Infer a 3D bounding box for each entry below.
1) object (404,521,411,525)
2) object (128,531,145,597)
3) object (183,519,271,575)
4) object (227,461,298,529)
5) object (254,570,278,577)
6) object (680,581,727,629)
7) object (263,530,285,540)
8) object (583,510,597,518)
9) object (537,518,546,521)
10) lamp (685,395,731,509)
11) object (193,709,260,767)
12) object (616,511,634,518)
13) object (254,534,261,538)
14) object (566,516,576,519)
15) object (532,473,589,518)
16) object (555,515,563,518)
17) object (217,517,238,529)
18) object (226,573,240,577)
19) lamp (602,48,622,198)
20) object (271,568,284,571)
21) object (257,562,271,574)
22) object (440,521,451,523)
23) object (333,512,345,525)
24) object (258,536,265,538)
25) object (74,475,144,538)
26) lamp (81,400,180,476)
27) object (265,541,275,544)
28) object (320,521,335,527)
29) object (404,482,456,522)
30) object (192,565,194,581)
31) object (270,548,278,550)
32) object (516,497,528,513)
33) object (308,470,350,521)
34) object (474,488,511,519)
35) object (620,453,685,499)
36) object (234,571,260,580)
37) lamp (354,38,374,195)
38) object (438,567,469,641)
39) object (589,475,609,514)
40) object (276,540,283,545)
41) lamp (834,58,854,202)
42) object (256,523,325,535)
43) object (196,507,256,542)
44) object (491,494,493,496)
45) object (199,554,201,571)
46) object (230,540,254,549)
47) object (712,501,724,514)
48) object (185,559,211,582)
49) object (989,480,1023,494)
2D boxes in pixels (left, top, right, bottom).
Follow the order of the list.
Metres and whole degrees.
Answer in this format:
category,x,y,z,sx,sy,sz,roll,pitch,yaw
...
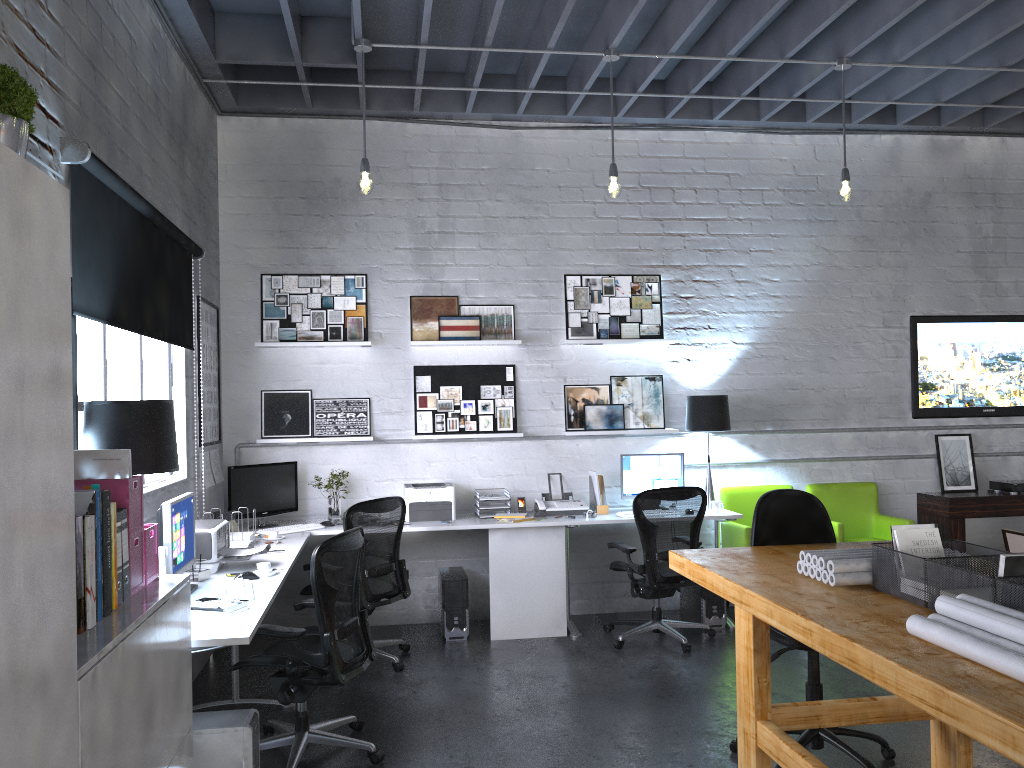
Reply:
category,x,y,z,sx,sy,sz,roll,pitch,yaw
object,-0.754,0.936,5.983,0.103,0.021,0.131,0,-2,-28
object,-1.260,0.554,2.720,0.214,0.177,0.161,-1,-1,-8
object,-1.474,0.809,4.465,0.485,0.230,0.420,-1,-1,-8
object,-1.683,0.751,5.977,0.147,0.427,0.560,-1,-1,28
object,-1.186,0.905,4.237,0.119,0.016,0.119,-1,-1,9
object,1.368,1.494,6.363,0.180,0.411,0.476,-1,-1,-8
object,-1.454,0.921,5.410,0.130,0.049,0.130,-1,-1,9
object,0.542,0.900,6.156,0.095,0.050,0.095,0,-1,-40
object,0.204,0.926,6.071,0.008,0.007,0.141,-2,-1,26
lamp,1.449,0.500,6.536,0.333,0.832,0.333,-2,-1,43
object,-1.203,1.472,3.326,0.478,0.411,0.200,-1,-1,-8
object,0.953,0.904,6.198,0.422,0.028,0.181,-1,-1,-13
object,-1.597,0.945,5.522,0.048,0.012,0.111,0,-2,-28
object,0.404,0.919,6.121,0.076,0.016,0.017,-2,-1,42
object,0.329,0.795,6.404,0.405,0.280,0.399,-1,-1,-8
object,0.323,0.922,6.158,0.011,0.011,0.125,-2,-1,30
object,-1.773,0.885,5.532,0.155,0.141,0.088,-1,-1,7
object,-1.319,0.907,4.208,0.076,0.016,0.017,-1,-1,-18
lamp,0.600,-1.550,5.304,0.104,0.878,0.104,-1,0,-8
object,-1.136,0.902,4.318,0.025,0.021,0.119,-1,-1,18
object,-1.181,0.881,4.242,0.078,0.049,0.062,0,-1,-38
object,-0.446,0.932,5.990,0.075,0.016,0.017,-2,-1,17
object,-1.012,0.911,5.986,0.279,0.081,0.411,0,-2,-38
object,-1.574,0.939,5.405,0.138,0.020,0.030,-1,-1,-3
object,-1.264,0.378,2.721,0.214,0.177,0.161,-1,-1,-8
lamp,-1.376,0.476,3.206,0.333,0.832,0.333,-2,-1,43
object,-1.426,0.935,5.222,0.057,0.013,0.013,-1,-1,-16
object,-1.246,0.938,5.968,0.114,0.036,0.058,-2,-1,32
object,-0.586,0.832,6.282,0.351,0.235,0.351,-1,-1,-8
object,-1.483,0.853,4.118,0.006,0.124,0.014,-1,-1,-42
object,-1.353,0.928,4.989,0.087,0.006,0.006,0,-2,-43
object,0.070,0.878,6.414,0.093,0.116,0.067,-1,-1,-8
object,-1.259,0.780,6.217,0.271,0.363,0.297,-2,-1,37
object,-0.141,0.852,6.341,0.229,0.180,0.316,-1,-1,-8
object,1.019,0.715,6.500,0.465,0.417,0.212,-1,-1,-3
object,-1.238,0.894,4.141,0.114,0.036,0.058,-1,-1,-18
lamp,-0.849,-1.526,5.092,0.104,0.878,0.104,-1,0,-8
object,-0.411,1.524,6.183,0.180,0.411,0.476,-1,-1,-8
object,0.630,0.800,6.442,0.087,0.259,0.236,-1,-1,-8
object,-1.380,0.930,5.224,0.058,0.020,0.071,0,-2,-44
lamp,2.067,-1.573,5.518,0.104,0.878,0.104,-1,0,-8
object,-1.432,0.940,5.749,0.181,0.028,0.422,-2,-2,42
object,-1.678,0.844,5.208,0.324,0.208,0.233,-1,-1,-8
object,-0.146,0.796,6.360,0.011,0.010,0.126,-1,-1,1
object,-1.452,0.853,4.129,0.013,0.124,0.006,-1,0,-34
object,-1.633,0.905,4.871,0.392,0.064,0.259,-1,-1,-8
object,1.446,0.868,6.243,0.069,0.083,0.090,-1,-1,-9
object,-1.472,0.871,4.145,0.082,0.090,0.090,-1,-1,17
object,3.983,0.801,6.922,0.370,0.082,0.266,-1,-1,-8
